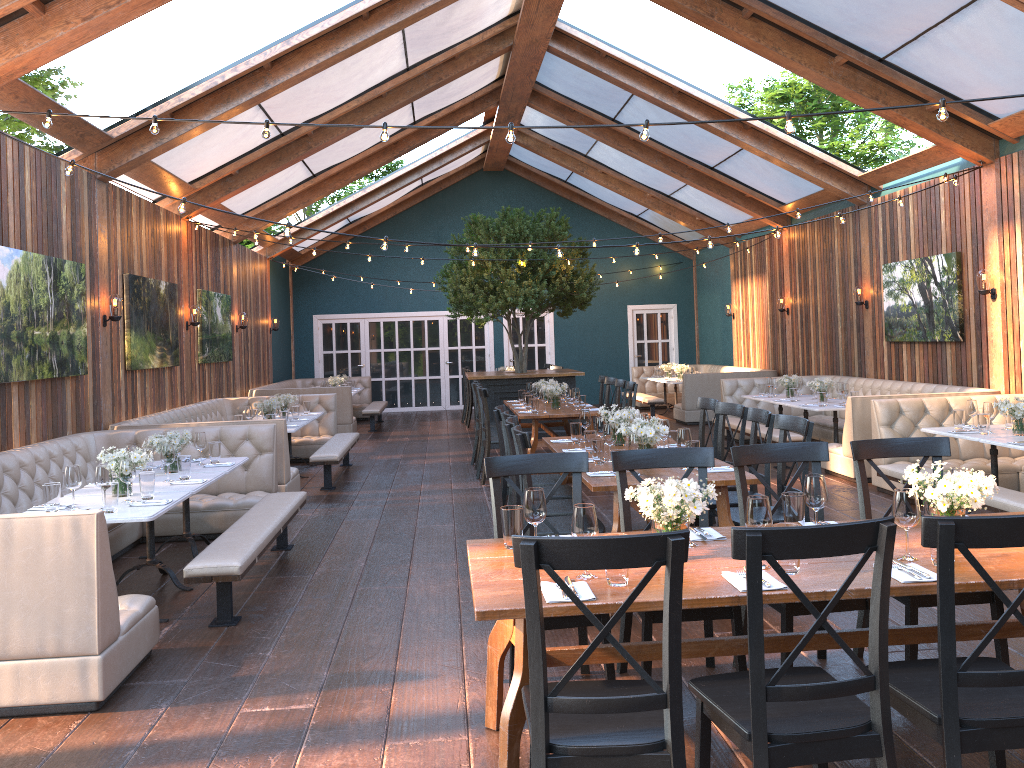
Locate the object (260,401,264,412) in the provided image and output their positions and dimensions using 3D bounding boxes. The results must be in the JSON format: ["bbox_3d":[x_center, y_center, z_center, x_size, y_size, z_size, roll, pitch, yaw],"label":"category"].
[{"bbox_3d":[-2.879,0.321,10.266,0.092,0.245,0.092,-2,-1,43],"label":"object"}]

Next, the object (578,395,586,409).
[{"bbox_3d":[0.783,0.204,9.875,0.091,0.158,0.092,-2,0,32],"label":"object"}]

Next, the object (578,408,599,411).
[{"bbox_3d":[0.852,0.281,9.705,0.255,0.019,0.157,-2,3,-4],"label":"object"}]

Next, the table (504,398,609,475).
[{"bbox_3d":[0.469,0.625,10.550,0.950,0.730,2.432,-2,3,-4],"label":"table"}]

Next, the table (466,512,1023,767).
[{"bbox_3d":[1.074,0.980,3.234,2.430,0.730,0.951,-2,2,-5],"label":"table"}]

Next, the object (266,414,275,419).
[{"bbox_3d":[-2.544,0.400,9.330,0.091,0.158,0.092,-2,0,32],"label":"object"}]

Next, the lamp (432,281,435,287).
[{"bbox_3d":[-1.605,-2.047,18.136,0.056,0.121,0.056,-2,0,19],"label":"lamp"}]

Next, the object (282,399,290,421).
[{"bbox_3d":[-2.650,0.306,10.396,0.092,0.245,0.092,-2,-1,43],"label":"object"}]

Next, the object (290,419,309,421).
[{"bbox_3d":[-2.497,0.418,10.310,0.255,0.019,0.157,-2,3,-4],"label":"object"}]

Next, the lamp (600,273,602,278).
[{"bbox_3d":[1.957,-2.383,19.485,0.056,0.119,0.061,-2,0,-4],"label":"lamp"}]

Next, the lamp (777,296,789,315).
[{"bbox_3d":[4.507,-1.308,14.733,0.178,0.320,0.146,-2,0,-5],"label":"lamp"}]

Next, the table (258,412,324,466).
[{"bbox_3d":[-2.804,0.731,11.149,0.799,0.673,0.799,-2,1,-5],"label":"table"}]

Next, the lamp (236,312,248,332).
[{"bbox_3d":[-4.279,-0.981,14.032,0.178,0.320,0.146,-2,0,-5],"label":"lamp"}]

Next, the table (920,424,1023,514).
[{"bbox_3d":[3.901,0.714,7.151,0.799,0.673,0.799,-2,1,-5],"label":"table"}]

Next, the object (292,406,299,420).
[{"bbox_3d":[-2.560,0.342,10.473,0.092,0.158,0.092,-2,0,-18],"label":"object"}]

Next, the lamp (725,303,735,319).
[{"bbox_3d":[4.290,-1.442,17.473,0.178,0.320,0.146,-2,0,-5],"label":"lamp"}]

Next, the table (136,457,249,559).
[{"bbox_3d":[-2.447,0.951,6.645,0.799,0.673,0.799,-2,1,-5],"label":"table"}]

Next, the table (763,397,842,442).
[{"bbox_3d":[3.609,0.534,10.842,0.798,0.673,0.799,-2,1,-4],"label":"table"}]

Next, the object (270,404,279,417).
[{"bbox_3d":[-2.585,0.343,9.647,0.092,0.245,0.092,-2,-1,43],"label":"object"}]

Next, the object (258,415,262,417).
[{"bbox_3d":[-3.080,0.396,11.118,0.255,0.019,0.157,-2,3,-4],"label":"object"}]

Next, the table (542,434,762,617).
[{"bbox_3d":[0.825,0.844,6.053,0.950,0.730,2.432,-2,3,-4],"label":"table"}]

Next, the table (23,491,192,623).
[{"bbox_3d":[-2.318,1.030,5.018,0.799,0.673,0.799,-2,1,-5],"label":"table"}]

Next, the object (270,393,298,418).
[{"bbox_3d":[-2.797,0.256,10.834,0.336,0.310,0.329,-2,1,8],"label":"object"}]

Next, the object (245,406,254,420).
[{"bbox_3d":[-2.814,0.359,9.473,0.092,0.245,0.092,-2,0,-2],"label":"object"}]

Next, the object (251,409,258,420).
[{"bbox_3d":[-2.965,0.371,10.183,0.092,0.158,0.092,-2,0,-18],"label":"object"}]

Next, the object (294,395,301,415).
[{"bbox_3d":[-2.720,0.267,11.206,0.092,0.245,0.092,-2,-1,43],"label":"object"}]

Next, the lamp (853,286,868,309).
[{"bbox_3d":[4.724,-1.175,11.996,0.178,0.320,0.146,-2,0,-5],"label":"lamp"}]

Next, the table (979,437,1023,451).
[{"bbox_3d":[3.966,0.753,6.338,0.798,0.673,0.799,-2,1,-4],"label":"table"}]

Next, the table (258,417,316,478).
[{"bbox_3d":[-2.739,0.771,10.336,0.798,0.673,0.799,-2,1,-4],"label":"table"}]

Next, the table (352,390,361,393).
[{"bbox_3d":[-3.218,0.477,16.379,0.798,0.673,0.799,-2,1,-4],"label":"table"}]

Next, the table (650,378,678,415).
[{"bbox_3d":[3.131,0.240,16.885,0.798,0.673,0.799,-2,1,-4],"label":"table"}]

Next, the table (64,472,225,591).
[{"bbox_3d":[-2.382,0.990,5.831,0.798,0.673,0.799,-2,1,-4],"label":"table"}]

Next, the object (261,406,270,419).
[{"bbox_3d":[-2.617,0.356,9.413,0.092,0.245,0.092,-2,-1,43],"label":"object"}]

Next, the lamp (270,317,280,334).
[{"bbox_3d":[-4.496,-1.114,16.772,0.178,0.320,0.146,-2,0,-5],"label":"lamp"}]

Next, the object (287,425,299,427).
[{"bbox_3d":[-2.438,0.455,9.562,0.255,0.019,0.157,-2,3,-4],"label":"object"}]

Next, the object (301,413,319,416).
[{"bbox_3d":[-2.558,0.380,11.101,0.255,0.019,0.157,-2,3,-4],"label":"object"}]

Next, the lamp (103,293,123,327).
[{"bbox_3d":[-3.844,-0.713,8.535,0.178,0.320,0.146,-2,0,-5],"label":"lamp"}]

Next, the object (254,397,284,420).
[{"bbox_3d":[-2.720,0.303,9.878,0.336,0.310,0.329,-2,1,12],"label":"object"}]

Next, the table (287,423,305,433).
[{"bbox_3d":[-2.675,0.811,9.523,0.799,0.673,0.799,-2,1,-5],"label":"table"}]

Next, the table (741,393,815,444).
[{"bbox_3d":[3.545,0.495,11.656,0.799,0.673,0.799,-2,1,-5],"label":"table"}]

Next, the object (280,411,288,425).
[{"bbox_3d":[-2.501,0.379,9.718,0.092,0.158,0.092,-2,0,-18],"label":"object"}]

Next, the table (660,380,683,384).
[{"bbox_3d":[3.195,0.280,16.072,0.799,0.673,0.799,-2,1,-5],"label":"table"}]

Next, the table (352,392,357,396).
[{"bbox_3d":[-3.153,0.516,15.565,0.799,0.673,0.799,-2,1,-5],"label":"table"}]

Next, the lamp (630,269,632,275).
[{"bbox_3d":[2.657,-2.501,19.738,0.056,0.121,0.056,-2,0,17],"label":"lamp"}]

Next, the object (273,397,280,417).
[{"bbox_3d":[-2.932,0.284,11.019,0.092,0.245,0.092,-2,-1,43],"label":"object"}]

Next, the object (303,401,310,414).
[{"bbox_3d":[-2.613,0.303,11.266,0.092,0.158,0.092,-2,0,-18],"label":"object"}]

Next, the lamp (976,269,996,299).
[{"bbox_3d":[4.943,-1.041,9.236,0.178,0.320,0.146,-2,0,-5],"label":"lamp"}]

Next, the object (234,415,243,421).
[{"bbox_3d":[-2.899,0.409,9.383,0.092,0.158,0.092,-2,0,-18],"label":"object"}]

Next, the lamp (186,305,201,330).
[{"bbox_3d":[-4.063,-0.847,11.295,0.178,0.320,0.146,-2,0,-5],"label":"lamp"}]

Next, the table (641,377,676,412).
[{"bbox_3d":[3.066,0.201,17.699,0.799,0.673,0.799,-2,1,-5],"label":"table"}]

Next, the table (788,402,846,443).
[{"bbox_3d":[3.673,0.574,10.029,0.799,0.673,0.799,-2,1,-5],"label":"table"}]

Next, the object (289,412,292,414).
[{"bbox_3d":[-2.845,0.373,11.415,0.157,0.019,0.255,-2,3,-4],"label":"object"}]

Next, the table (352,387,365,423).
[{"bbox_3d":[-3.282,0.437,17.192,0.799,0.673,0.799,-2,1,-5],"label":"table"}]
